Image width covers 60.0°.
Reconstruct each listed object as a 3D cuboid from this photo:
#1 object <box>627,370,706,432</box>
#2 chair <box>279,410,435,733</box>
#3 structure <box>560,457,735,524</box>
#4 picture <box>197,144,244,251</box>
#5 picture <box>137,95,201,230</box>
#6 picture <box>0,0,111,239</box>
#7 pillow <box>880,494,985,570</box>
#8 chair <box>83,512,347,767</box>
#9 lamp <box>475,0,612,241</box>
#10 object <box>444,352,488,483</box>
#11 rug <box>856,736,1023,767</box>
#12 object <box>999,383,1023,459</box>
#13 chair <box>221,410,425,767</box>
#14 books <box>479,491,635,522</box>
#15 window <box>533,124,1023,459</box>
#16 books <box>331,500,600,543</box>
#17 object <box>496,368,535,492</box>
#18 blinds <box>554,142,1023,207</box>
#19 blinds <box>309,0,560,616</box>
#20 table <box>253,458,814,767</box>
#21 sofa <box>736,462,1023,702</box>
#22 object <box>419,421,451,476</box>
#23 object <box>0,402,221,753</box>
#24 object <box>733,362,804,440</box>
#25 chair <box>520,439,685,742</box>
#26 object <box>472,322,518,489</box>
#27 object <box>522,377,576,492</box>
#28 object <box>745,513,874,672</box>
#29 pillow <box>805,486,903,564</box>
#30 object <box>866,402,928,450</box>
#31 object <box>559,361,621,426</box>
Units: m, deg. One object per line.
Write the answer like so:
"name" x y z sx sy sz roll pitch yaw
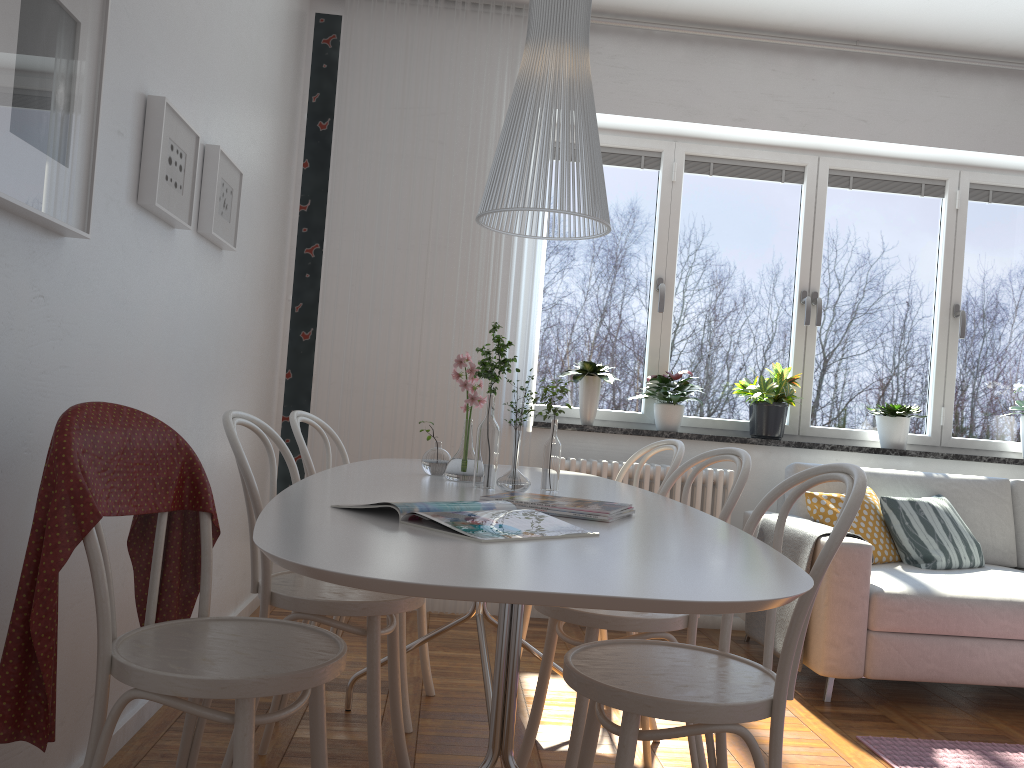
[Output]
"object" 0.782 0.081 4.404 0.380 0.308 0.371 5 -2 -29
"chair" -0.480 0.561 2.846 0.520 0.917 0.448 4 -1 1
"structure" 0.569 0.679 4.174 0.972 0.623 0.224 5 -1 -4
"picture" -0.938 -0.593 2.867 0.047 0.273 0.312 5 -1 -4
"picture" -0.906 -0.577 2.356 0.047 0.273 0.312 5 -1 -4
"picture" -0.857 -0.566 1.612 0.050 0.524 0.431 5 -1 -4
"pillow" 1.806 0.626 3.793 0.470 0.288 0.309 5 -2 -33
"chair" -0.558 0.514 1.605 0.520 0.917 0.448 4 -1 6
"lamp" 0.126 -1.085 1.921 0.292 1.496 0.293 4 -1 41
"object" -0.115 0.088 2.398 0.111 0.348 0.108 5 -1 -35
"rug" 2.420 1.212 1.785 2.457 0.008 2.366 5 -2 -4
"object" 2.683 0.167 4.579 0.286 0.444 0.340 5 -1 -16
"chair" -0.476 0.540 2.187 0.520 0.917 0.448 5 -1 -4
"books" 0.094 0.249 1.816 0.278 0.022 0.204 4 -2 23
"window" 1.534 -0.458 4.573 3.020 1.510 0.151 5 -1 -4
"books" -0.088 0.222 1.533 0.266 0.029 0.405 6 -3 -44
"object" 0.014 0.111 2.172 0.084 0.308 0.084 4 -1 41
"blinds" 1.580 -1.076 4.617 2.845 0.098 0.015 5 -1 -4
"blinds" -0.370 -0.378 4.162 1.038 2.886 0.055 5 -1 -4
"table" -0.058 0.644 2.110 0.931 0.769 2.290 5 -2 -4
"sofa" 2.314 0.850 3.756 2.462 0.842 1.004 5 -1 -4
"object" -0.222 0.182 2.515 0.112 0.151 0.087 4 -1 19
"object" -0.736 0.325 1.636 0.201 0.579 0.492 4 -1 11
"object" 1.268 0.081 4.409 0.333 0.384 0.300 4 -1 11
"chair" 1.786 0.542 3.381 3.696 1.342 0.448 5 -1 -19
"object" -0.050 0.052 2.228 0.107 0.419 0.110 5 -1 -15
"object" 0.101 0.129 2.312 0.146 0.294 0.098 4 -1 30
"object" 1.179 0.822 3.585 0.288 0.533 0.608 5 -1 -4
"pillow" 1.472 0.602 3.786 0.465 0.317 0.312 6 -2 -36
"object" 1.931 0.209 4.473 0.267 0.237 0.283 5 -2 -22
"object" 0.390 0.044 4.323 0.292 0.315 0.354 5 -1 -13
